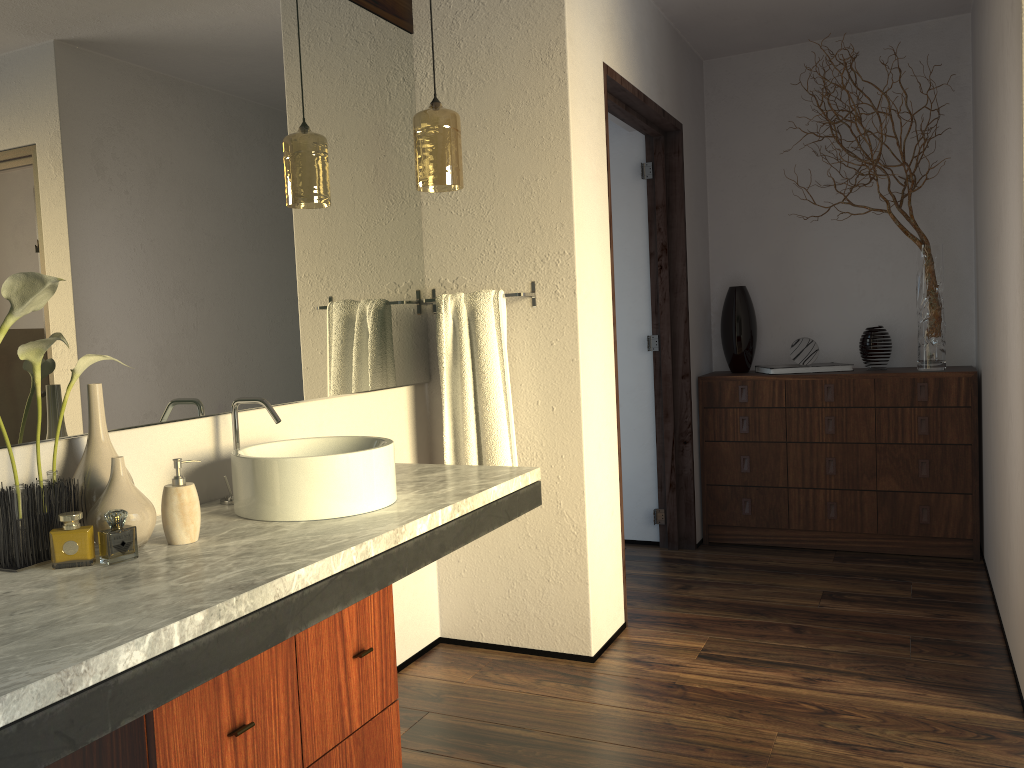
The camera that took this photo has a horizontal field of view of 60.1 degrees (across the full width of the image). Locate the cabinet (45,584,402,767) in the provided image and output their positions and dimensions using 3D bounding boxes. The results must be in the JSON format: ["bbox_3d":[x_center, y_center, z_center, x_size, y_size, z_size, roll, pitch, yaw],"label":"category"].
[{"bbox_3d":[-0.586,0.692,1.687,0.522,0.599,0.646,-1,4,25],"label":"cabinet"}]

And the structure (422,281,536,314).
[{"bbox_3d":[-0.113,-0.276,2.834,0.376,0.088,0.100,-1,4,26],"label":"structure"}]

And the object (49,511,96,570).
[{"bbox_3d":[-0.755,0.267,1.519,0.065,0.092,0.039,-4,4,-14],"label":"object"}]

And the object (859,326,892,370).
[{"bbox_3d":[1.651,-0.165,4.021,0.137,0.200,0.141,-4,4,-20],"label":"object"}]

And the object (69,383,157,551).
[{"bbox_3d":[-0.754,0.153,1.656,0.117,0.305,0.246,-5,5,-38],"label":"object"}]

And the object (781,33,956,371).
[{"bbox_3d":[1.536,-0.780,3.907,0.719,1.450,0.839,-4,4,-21],"label":"object"}]

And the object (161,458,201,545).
[{"bbox_3d":[-0.623,0.218,1.661,0.071,0.158,0.070,-2,4,8],"label":"object"}]

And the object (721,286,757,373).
[{"bbox_3d":[1.098,-0.263,4.286,0.174,0.417,0.166,0,5,38],"label":"object"}]

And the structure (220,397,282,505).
[{"bbox_3d":[-0.603,0.153,2.016,0.168,0.242,0.065,-1,4,29],"label":"structure"}]

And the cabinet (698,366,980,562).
[{"bbox_3d":[1.491,0.341,4.097,1.161,0.800,0.395,-1,4,26],"label":"cabinet"}]

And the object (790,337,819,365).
[{"bbox_3d":[1.374,-0.153,4.160,0.133,0.131,0.128,-1,4,21],"label":"object"}]

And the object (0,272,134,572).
[{"bbox_3d":[-0.820,0.060,1.594,0.189,0.504,0.242,-2,4,3],"label":"object"}]

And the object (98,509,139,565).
[{"bbox_3d":[-0.682,0.262,1.532,0.040,0.090,0.056,0,4,35],"label":"object"}]

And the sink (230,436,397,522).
[{"bbox_3d":[-0.438,0.203,1.971,0.358,0.131,0.356,-3,4,3],"label":"sink"}]

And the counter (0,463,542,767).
[{"bbox_3d":[-0.648,0.362,1.471,0.599,0.101,2.215,-1,4,25],"label":"counter"}]

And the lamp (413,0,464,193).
[{"bbox_3d":[-0.229,-1.000,2.548,0.136,0.867,0.141,-4,4,-22],"label":"lamp"}]

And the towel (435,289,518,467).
[{"bbox_3d":[-0.115,0.026,2.793,0.264,0.636,0.157,1,5,43],"label":"towel"}]

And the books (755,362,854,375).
[{"bbox_3d":[1.424,-0.076,4.148,0.498,0.034,0.246,-3,4,1],"label":"books"}]

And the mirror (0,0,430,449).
[{"bbox_3d":[-1.134,-0.422,1.141,0.017,1.152,4.000,-1,4,25],"label":"mirror"}]
